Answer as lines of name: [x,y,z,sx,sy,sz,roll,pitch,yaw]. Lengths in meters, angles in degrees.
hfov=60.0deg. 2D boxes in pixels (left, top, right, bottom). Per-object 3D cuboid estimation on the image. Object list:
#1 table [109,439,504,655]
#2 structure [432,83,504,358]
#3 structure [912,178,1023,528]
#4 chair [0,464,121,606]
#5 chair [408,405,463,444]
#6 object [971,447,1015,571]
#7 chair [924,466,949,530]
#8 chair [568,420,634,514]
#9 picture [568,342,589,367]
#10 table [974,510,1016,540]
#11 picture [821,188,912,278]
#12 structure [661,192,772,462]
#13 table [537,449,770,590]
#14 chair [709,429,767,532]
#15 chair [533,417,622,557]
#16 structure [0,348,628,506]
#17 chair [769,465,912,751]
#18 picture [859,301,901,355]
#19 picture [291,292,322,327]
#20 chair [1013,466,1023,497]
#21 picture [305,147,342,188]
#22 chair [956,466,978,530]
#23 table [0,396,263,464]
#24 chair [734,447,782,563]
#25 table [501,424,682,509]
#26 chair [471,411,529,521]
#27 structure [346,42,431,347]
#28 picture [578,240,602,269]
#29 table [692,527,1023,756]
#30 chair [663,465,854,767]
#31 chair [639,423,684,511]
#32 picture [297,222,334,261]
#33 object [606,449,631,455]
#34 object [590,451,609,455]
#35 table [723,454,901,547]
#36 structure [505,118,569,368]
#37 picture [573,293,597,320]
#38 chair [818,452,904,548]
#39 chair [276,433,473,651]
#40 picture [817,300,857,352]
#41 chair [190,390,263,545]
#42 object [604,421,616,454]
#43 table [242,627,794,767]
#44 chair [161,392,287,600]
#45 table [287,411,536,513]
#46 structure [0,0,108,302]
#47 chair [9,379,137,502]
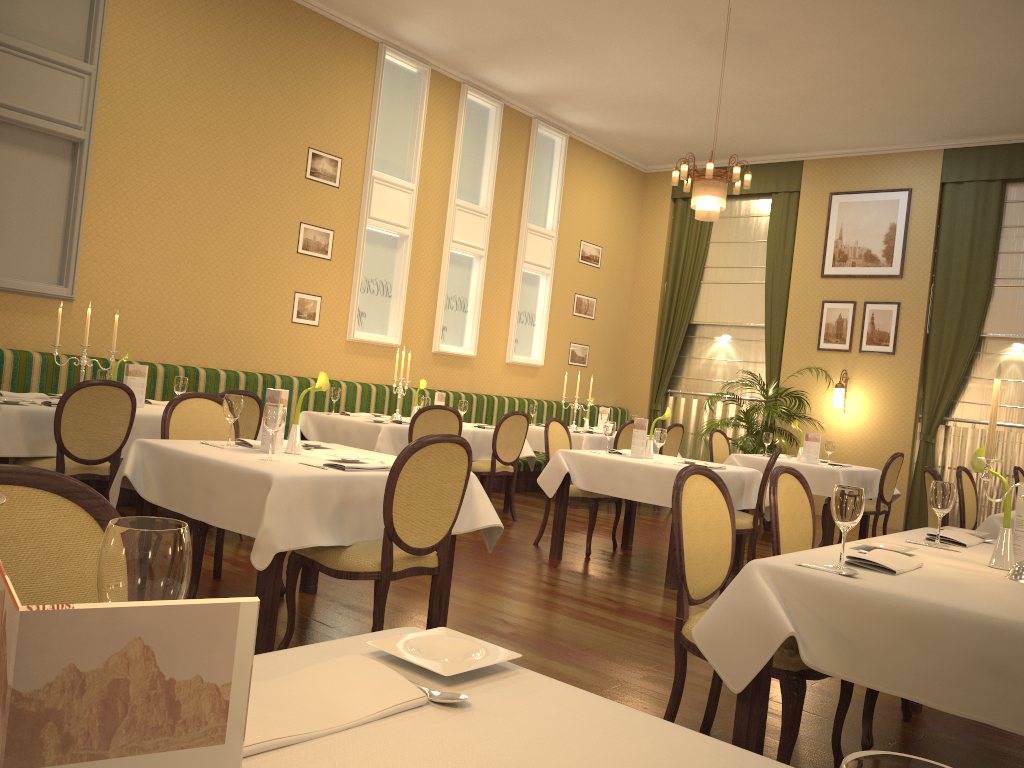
table: [-0.904,0.692,3.888,1.389,0.759,1.395,6,0,41]
structure: [-0.521,-1.809,10.020,0.200,2.985,0.661,6,0,40]
structure: [5.539,-0.473,9.725,1.900,4.511,0.134,6,0,40]
chair: [-0.631,0.620,1.190,0.571,0.955,0.530,6,0,40]
chair: [-0.719,0.623,7.051,0.530,0.955,0.571,6,0,-25]
object: [1.543,0.393,2.833,0.076,0.375,0.163,6,0,-28]
chair: [2.702,0.996,5.240,0.571,0.955,0.530,6,0,15]
chair: [0.972,0.814,9.109,0.571,0.955,0.530,6,0,40]
picture: [0.897,-0.389,11.872,0.008,0.294,0.437,6,0,40]
table: [3.491,1.179,5.070,1.385,0.759,2.152,6,0,40]
picture: [4.253,-1.807,10.680,0.966,1.057,0.027,6,0,40]
structure: [2.865,-0.762,11.968,1.942,4.511,0.123,6,0,40]
table: [1.027,0.910,6.226,1.389,0.759,1.395,6,0,41]
chair: [2.217,0.950,8.756,0.571,0.955,0.530,6,0,40]
chair: [0.507,0.757,6.689,0.571,0.955,0.530,6,0,30]
structure: [-2.833,0.355,6.886,0.850,1.031,14.516,6,0,40]
chair: [1.287,0.837,3.512,0.571,0.955,0.530,6,0,40]
picture: [4.349,-0.666,10.498,0.412,0.619,0.022,6,0,40]
picture: [-1.949,-0.710,8.428,0.008,0.294,0.313,6,0,40]
chair: [4.394,1.187,7.273,0.571,0.955,0.530,6,0,40]
picture: [-1.789,-2.056,8.444,0.008,0.294,0.401,6,0,40]
chair: [3.187,1.051,5.812,0.571,0.955,0.530,6,0,40]
table: [-2.537,0.516,5.694,1.385,0.759,2.152,6,0,40]
chair: [1.441,0.859,5.870,0.571,0.955,0.530,6,0,20]
table: [0.895,0.903,9.849,1.385,0.759,2.152,6,0,40]
chair: [-0.206,0.681,7.681,0.571,0.955,0.530,6,0,40]
structure: [-1.281,-1.895,9.100,0.200,2.985,0.687,6,0,40]
picture: [1.054,-1.736,11.886,0.008,0.294,0.504,6,0,40]
table: [1.591,0.965,2.770,1.385,0.759,2.152,6,0,40]
chair: [0.796,0.781,2.917,0.571,0.955,0.530,6,0,40]
chair: [1.533,0.877,9.736,0.571,0.955,0.530,6,0,40]
picture: [-1.866,-1.356,8.443,0.008,0.294,0.401,6,0,40]
object: [0.814,0.495,6.427,0.142,0.033,0.273,6,0,40]
object: [0.627,0.483,6.207,0.185,0.010,0.017,6,0,41]
table: [2.741,1.103,8.301,1.389,0.759,1.395,6,0,41]
structure: [0.285,-1.718,10.996,0.200,2.985,0.670,6,0,40]
picture: [0.977,-1.035,11.884,0.008,0.294,0.504,6,0,40]
chair: [3.134,1.050,7.922,0.571,0.955,0.530,6,0,40]
chair: [-0.511,0.639,3.509,0.571,0.955,0.530,6,0,40]
picture: [3.960,-0.708,10.823,0.412,0.619,0.022,6,0,40]
chair: [-1.928,0.487,5.596,0.571,0.955,0.530,6,0,40]
object: [0.686,0.379,6.277,0.088,0.229,0.088,6,0,-8]
table: [-0.326,0.748,0.448,1.385,0.759,2.152,6,0,40]
chair: [-1.428,0.539,4.342,0.571,0.955,0.530,6,0,40]
table: [-0.820,0.710,7.773,1.385,0.759,2.152,6,0,40]
structure: [-3.493,-2.203,6.415,0.200,3.103,0.956,6,0,40]
chair: [-2.460,0.427,4.954,0.571,0.955,0.530,6,0,40]
